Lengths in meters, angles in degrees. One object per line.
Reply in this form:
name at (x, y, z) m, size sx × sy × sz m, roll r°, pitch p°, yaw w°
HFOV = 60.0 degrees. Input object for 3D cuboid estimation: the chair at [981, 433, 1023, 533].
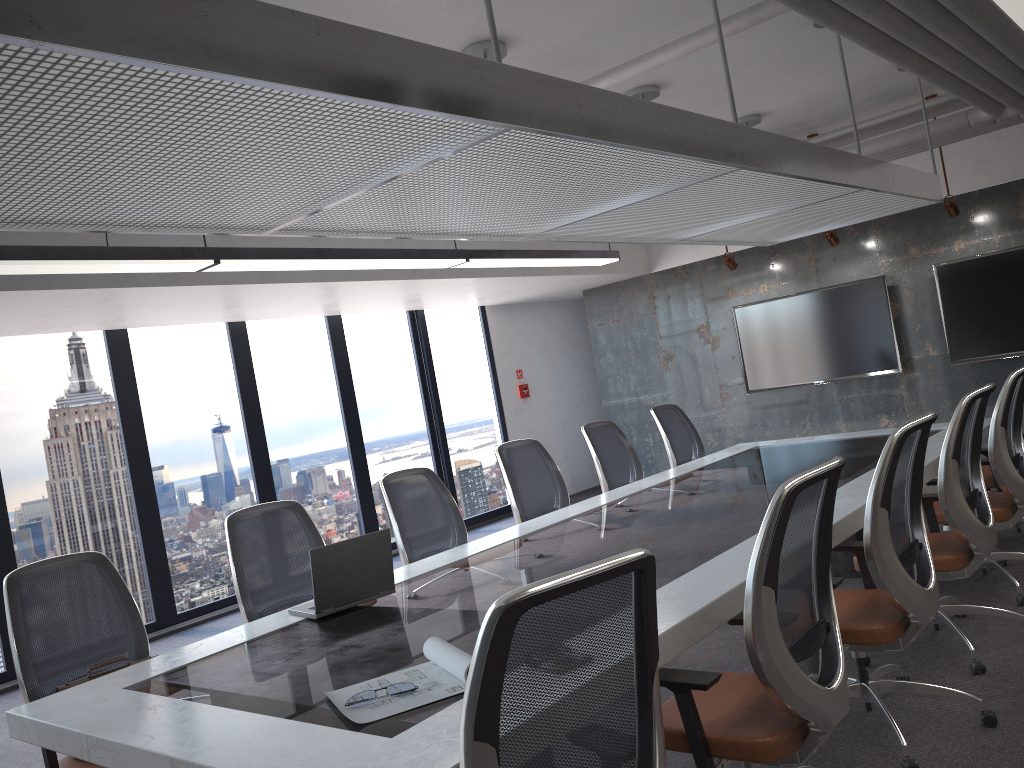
chair at (3.077, 0.419, 5.508) m, size 0.828 × 1.166 × 0.789 m, roll -10°, pitch 0°, yaw 4°

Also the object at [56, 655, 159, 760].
object at (-1.494, 1.191, 3.336) m, size 0.378 × 0.308 × 0.138 m, roll -10°, pitch 0°, yaw -39°

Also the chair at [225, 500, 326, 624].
chair at (-0.894, 1.120, 4.075) m, size 0.828 × 1.166 × 0.789 m, roll -10°, pitch 0°, yaw 15°

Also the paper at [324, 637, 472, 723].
paper at (-0.302, 0.803, 2.433) m, size 0.379 × 0.069 × 0.348 m, roll -10°, pitch 0°, yaw -24°

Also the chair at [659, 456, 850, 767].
chair at (0.660, 0.836, 2.617) m, size 0.828 × 1.166 × 0.789 m, roll -10°, pitch 0°, yaw 4°

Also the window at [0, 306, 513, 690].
window at (-3.096, 0.745, 7.373) m, size 0.121 × 2.670 × 9.225 m, roll -10°, pitch 0°, yaw 40°

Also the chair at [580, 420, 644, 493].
chair at (0.970, 0.798, 6.201) m, size 0.828 × 1.166 × 0.789 m, roll -10°, pitch 0°, yaw 4°

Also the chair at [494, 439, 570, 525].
chair at (0.364, 0.903, 5.614) m, size 0.828 × 1.166 × 0.789 m, roll -10°, pitch 0°, yaw 10°

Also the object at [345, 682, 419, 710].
object at (-0.346, 0.826, 2.357) m, size 0.200 × 0.036 × 0.049 m, roll -10°, pitch 0°, yaw -13°

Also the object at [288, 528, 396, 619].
object at (-0.714, 0.772, 3.663) m, size 0.366 × 0.277 × 0.308 m, roll -10°, pitch 0°, yaw -39°

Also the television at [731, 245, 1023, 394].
television at (3.850, -0.615, 8.398) m, size 3.667 × 0.960 × 0.101 m, roll -10°, pitch 0°, yaw 40°

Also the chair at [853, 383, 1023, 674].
chair at (1.869, 0.627, 4.063) m, size 0.828 × 1.166 × 0.789 m, roll -10°, pitch 0°, yaw 4°

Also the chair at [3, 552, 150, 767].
chair at (-1.447, 1.214, 3.310) m, size 0.828 × 1.166 × 0.789 m, roll -10°, pitch 0°, yaw 4°

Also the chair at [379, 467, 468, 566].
chair at (-0.238, 1.006, 4.756) m, size 0.828 × 1.166 × 0.789 m, roll -10°, pitch 0°, yaw 4°

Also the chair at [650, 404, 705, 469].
chair at (1.574, 0.693, 6.924) m, size 0.828 × 1.166 × 0.789 m, roll -10°, pitch 0°, yaw 4°

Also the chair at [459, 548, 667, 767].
chair at (0.020, 0.947, 1.929) m, size 0.828 × 1.166 × 0.789 m, roll -10°, pitch 0°, yaw 20°

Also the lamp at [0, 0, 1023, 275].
lamp at (0.364, -1.461, 4.350) m, size 4.126 × 0.908 × 6.097 m, roll -10°, pitch 0°, yaw 40°

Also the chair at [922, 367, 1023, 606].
chair at (2.473, 0.523, 4.785) m, size 0.828 × 1.166 × 0.789 m, roll -10°, pitch 0°, yaw 4°

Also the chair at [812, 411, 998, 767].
chair at (1.265, 0.732, 3.340) m, size 0.828 × 1.166 × 0.789 m, roll -10°, pitch 0°, yaw 4°

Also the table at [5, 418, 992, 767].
table at (0.855, 1.017, 4.410) m, size 1.898 × 0.745 × 5.498 m, roll -10°, pitch 0°, yaw 40°
